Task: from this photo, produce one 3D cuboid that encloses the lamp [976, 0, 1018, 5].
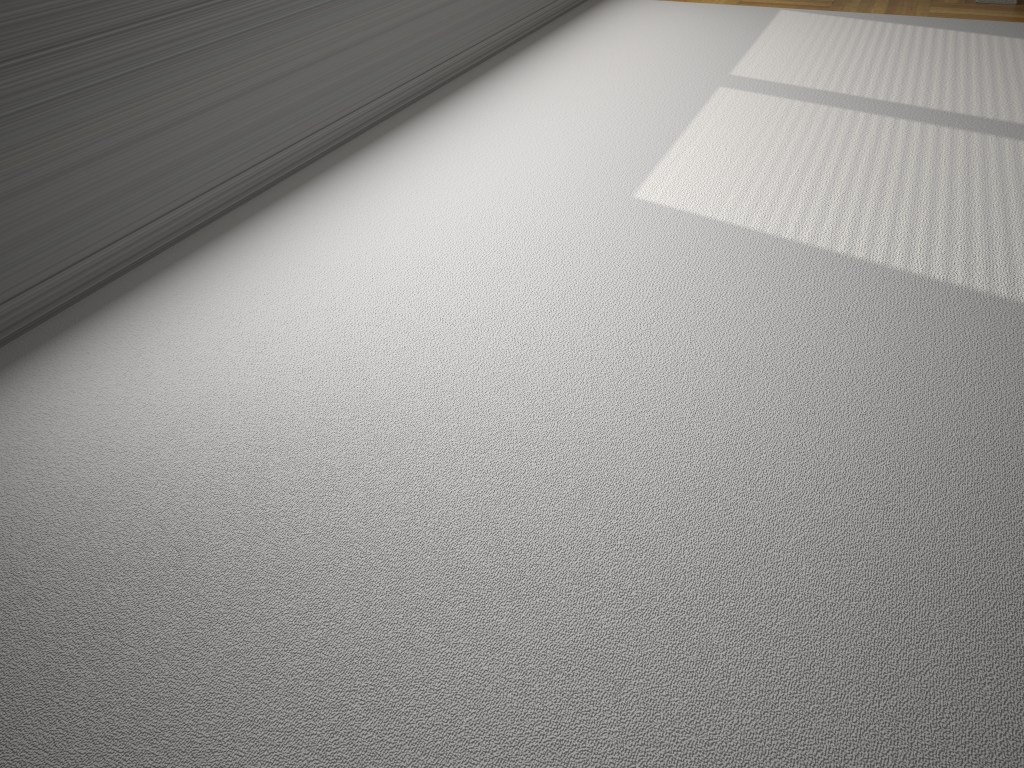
[{"bbox_3d":[2.772,-2.974,4.689,0.201,1.632,0.822,12,35,20],"label":"lamp"}]
